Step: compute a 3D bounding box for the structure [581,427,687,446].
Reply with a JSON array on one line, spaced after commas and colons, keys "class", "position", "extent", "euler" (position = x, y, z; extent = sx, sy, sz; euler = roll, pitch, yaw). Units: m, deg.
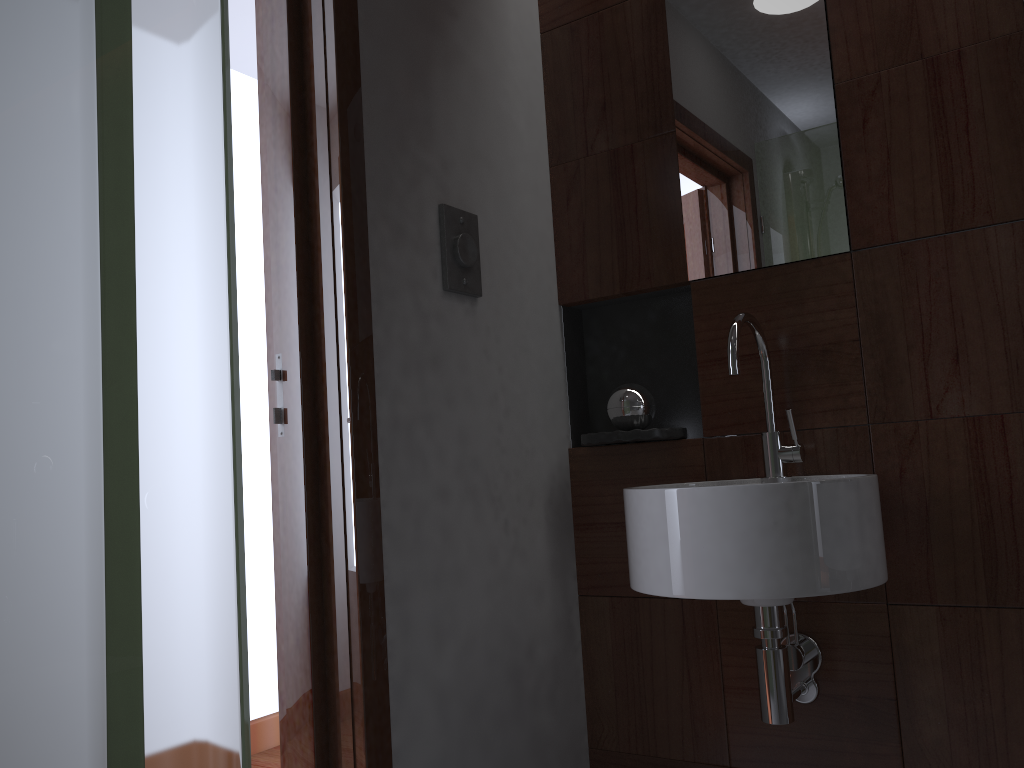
[{"class": "structure", "position": [0.255, 0.111, 1.859], "extent": [0.222, 0.023, 0.220], "euler": [-3, -6, -6]}]

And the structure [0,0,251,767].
[{"class": "structure", "position": [-0.689, -0.076, 0.103], "extent": [0.765, 2.079, 1.015], "euler": [-7, -7, 34]}]

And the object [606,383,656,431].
[{"class": "object", "position": [0.762, -0.017, 1.505], "extent": [1.350, 0.104, 0.104], "euler": [-7, -7, 34]}]

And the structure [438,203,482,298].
[{"class": "structure", "position": [-0.094, -0.252, 1.682], "extent": [0.028, 0.164, 0.109], "euler": [-7, -7, 34]}]

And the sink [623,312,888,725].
[{"class": "sink", "position": [0.401, 0.223, 1.500], "extent": [0.415, 0.715, 0.417], "euler": [-7, -7, 34]}]

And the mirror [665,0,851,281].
[{"class": "mirror", "position": [0.471, -0.541, 1.747], "extent": [0.316, 0.635, 0.010], "euler": [-7, -7, 34]}]
